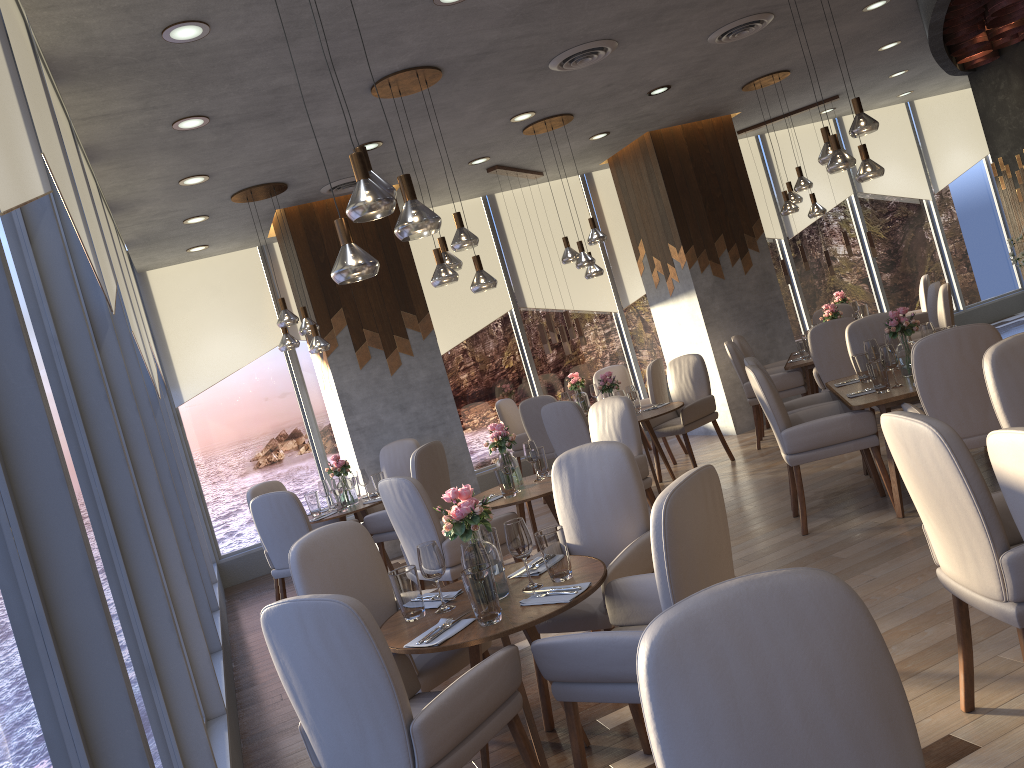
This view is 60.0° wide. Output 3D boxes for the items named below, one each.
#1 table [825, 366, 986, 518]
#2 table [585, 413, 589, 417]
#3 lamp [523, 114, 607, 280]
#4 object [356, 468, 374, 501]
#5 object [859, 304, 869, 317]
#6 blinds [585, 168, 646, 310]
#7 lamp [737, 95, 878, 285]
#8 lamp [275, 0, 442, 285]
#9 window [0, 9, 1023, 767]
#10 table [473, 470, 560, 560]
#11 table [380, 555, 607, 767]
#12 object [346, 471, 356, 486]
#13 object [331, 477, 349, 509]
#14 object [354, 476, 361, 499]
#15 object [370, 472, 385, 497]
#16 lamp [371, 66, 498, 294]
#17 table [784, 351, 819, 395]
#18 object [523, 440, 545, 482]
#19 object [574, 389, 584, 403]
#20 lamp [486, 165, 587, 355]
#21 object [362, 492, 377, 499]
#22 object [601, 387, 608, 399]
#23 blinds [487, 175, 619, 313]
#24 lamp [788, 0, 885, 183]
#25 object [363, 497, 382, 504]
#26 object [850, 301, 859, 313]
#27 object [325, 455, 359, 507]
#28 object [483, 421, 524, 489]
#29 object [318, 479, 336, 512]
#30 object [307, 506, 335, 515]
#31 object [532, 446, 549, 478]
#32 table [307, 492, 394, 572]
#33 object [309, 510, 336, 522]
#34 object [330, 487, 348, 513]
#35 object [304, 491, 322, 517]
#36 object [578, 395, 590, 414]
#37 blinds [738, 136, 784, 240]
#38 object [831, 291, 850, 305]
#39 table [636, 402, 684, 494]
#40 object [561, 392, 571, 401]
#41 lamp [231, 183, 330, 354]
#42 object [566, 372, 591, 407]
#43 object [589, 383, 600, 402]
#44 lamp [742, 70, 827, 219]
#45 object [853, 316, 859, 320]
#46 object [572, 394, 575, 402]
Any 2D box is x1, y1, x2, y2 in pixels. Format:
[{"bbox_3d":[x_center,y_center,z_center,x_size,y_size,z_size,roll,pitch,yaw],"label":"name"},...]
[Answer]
[{"bbox_3d":[2.534,0.254,5.336,0.962,0.665,1.310,-16,2,14],"label":"table"},{"bbox_3d":[0.833,0.598,8.989,0.833,0.662,0.834,-16,2,1],"label":"table"},{"bbox_3d":[0.482,-1.525,7.373,0.440,1.326,0.439,-16,1,-12],"label":"lamp"},{"bbox_3d":[-1.140,0.781,6.873,0.092,0.244,0.092,-17,1,-38],"label":"object"},{"bbox_3d":[4.085,-0.830,10.279,0.102,0.178,0.102,-17,1,-35],"label":"object"},{"bbox_3d":[1.462,-2.316,10.534,1.177,2.680,0.007,-16,1,-20],"label":"blinds"},{"bbox_3d":[3.432,-2.177,10.210,1.157,1.931,0.118,-16,1,26],"label":"lamp"},{"bbox_3d":[-0.599,-1.039,3.100,0.441,1.326,0.438,-16,1,-26],"label":"lamp"},{"bbox_3d":[0.076,-0.679,6.985,8.032,3.198,16.186,-15,2,26],"label":"window"},{"bbox_3d":[0.187,0.933,5.320,0.830,0.662,0.837,-15,2,30],"label":"table"},{"bbox_3d":[0.021,1.071,3.123,0.836,0.662,0.832,-17,2,-20],"label":"table"},{"bbox_3d":[-1.273,0.813,7.030,0.092,0.244,0.092,-16,1,11],"label":"object"},{"bbox_3d":[-1.306,0.835,6.719,0.092,0.244,0.092,-17,1,-38],"label":"object"},{"bbox_3d":[-1.276,0.844,7.139,0.102,0.178,0.102,-16,1,7],"label":"object"},{"bbox_3d":[-1.027,0.782,6.893,0.102,0.178,0.103,-15,1,43],"label":"object"},{"bbox_3d":[-0.449,-1.173,5.312,0.440,1.326,0.438,-16,1,-17],"label":"lamp"},{"bbox_3d":[3.097,-0.021,8.099,0.962,0.665,1.312,-15,2,22],"label":"table"},{"bbox_3d":[0.132,0.473,5.438,0.092,0.244,0.092,-16,1,35],"label":"object"},{"bbox_3d":[0.688,0.174,8.839,0.092,0.244,0.093,-15,1,45],"label":"object"},{"bbox_3d":[0.310,-1.227,8.966,0.117,1.931,1.165,-16,1,26],"label":"lamp"},{"bbox_3d":[-1.098,0.877,7.102,0.157,0.019,0.256,-15,3,31],"label":"object"},{"bbox_3d":[0.964,0.122,9.002,0.102,0.178,0.102,-16,1,-17],"label":"object"},{"bbox_3d":[0.339,-1.956,10.117,1.177,2.680,0.007,-16,1,-20],"label":"blinds"},{"bbox_3d":[1.902,-1.851,5.328,0.440,1.326,0.438,-16,1,-14],"label":"lamp"},{"bbox_3d":[-1.030,0.872,6.729,0.254,0.019,0.158,-15,2,27],"label":"object"},{"bbox_3d":[3.976,-0.831,10.246,0.092,0.244,0.092,-16,1,-29],"label":"object"},{"bbox_3d":[-1.319,0.744,6.871,0.197,0.415,0.210,-16,1,18],"label":"object"},{"bbox_3d":[-0.043,0.435,5.431,0.209,0.415,0.199,-15,1,43],"label":"object"},{"bbox_3d":[-1.440,0.867,6.879,0.092,0.244,0.092,-16,1,-17],"label":"object"},{"bbox_3d":[-1.490,0.993,7.023,0.254,0.019,0.158,-15,2,25],"label":"object"},{"bbox_3d":[0.174,0.491,5.542,0.102,0.178,0.102,-16,1,1],"label":"object"},{"bbox_3d":[-1.157,1.257,6.888,0.837,0.662,0.831,-17,2,-33],"label":"table"},{"bbox_3d":[-1.420,0.988,6.652,0.157,0.019,0.256,-15,3,32],"label":"object"},{"bbox_3d":[-1.287,0.868,6.611,0.102,0.178,0.102,-16,1,-2],"label":"object"},{"bbox_3d":[-1.533,0.929,6.857,0.102,0.178,0.102,-16,1,-8],"label":"object"},{"bbox_3d":[0.719,0.204,8.732,0.103,0.178,0.102,-17,1,-39],"label":"object"},{"bbox_3d":[2.524,-2.945,10.955,1.177,2.680,0.007,-16,1,-20],"label":"blinds"},{"bbox_3d":[3.791,-0.862,10.133,0.199,0.415,0.209,-17,1,-42],"label":"object"},{"bbox_3d":[1.112,0.583,7.371,0.830,0.662,0.838,-15,2,45],"label":"table"},{"bbox_3d":[0.559,0.205,8.993,0.093,0.244,0.092,-17,1,-42],"label":"object"},{"bbox_3d":[-1.779,-0.853,6.888,0.437,1.326,0.441,-16,1,38],"label":"lamp"},{"bbox_3d":[0.680,0.081,9.014,0.210,0.415,0.197,-16,1,-7],"label":"object"},{"bbox_3d":[0.851,0.121,8.983,0.092,0.244,0.092,-16,1,30],"label":"object"},{"bbox_3d":[2.501,-2.137,8.102,0.441,1.326,0.437,-17,1,-34],"label":"lamp"},{"bbox_3d":[3.053,-0.470,7.824,0.092,0.244,0.092,-16,1,-24],"label":"object"},{"bbox_3d":[0.701,0.187,9.261,0.102,0.178,0.102,-16,1,-13],"label":"object"}]
